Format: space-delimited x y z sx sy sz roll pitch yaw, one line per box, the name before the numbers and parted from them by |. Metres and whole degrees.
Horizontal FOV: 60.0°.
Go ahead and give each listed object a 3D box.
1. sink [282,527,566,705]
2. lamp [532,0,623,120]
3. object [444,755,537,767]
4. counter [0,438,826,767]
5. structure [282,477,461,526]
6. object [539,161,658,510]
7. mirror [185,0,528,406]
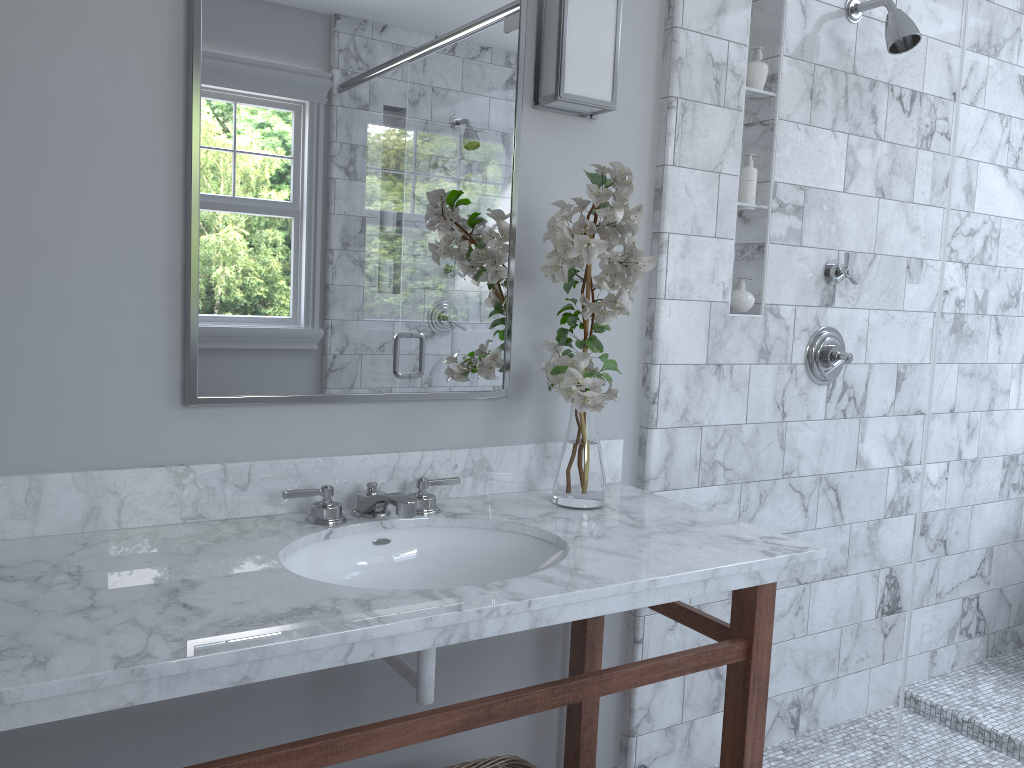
sink | -0.170 0.442 1.592 0.517 0.270 0.494 4 6 17
lamp | 0.149 -0.743 1.973 0.175 0.266 0.091 -1 7 -32
object | -0.102 0.897 1.712 0.417 0.198 0.262 -1 7 -32
counter | -0.288 0.670 1.556 1.657 0.983 0.638 -1 7 -32
structure | -0.272 0.229 1.775 0.256 0.069 0.295 4 6 17
object | 0.164 -0.076 1.832 0.225 0.706 0.374 3 6 -1
mirror | -0.285 -0.451 1.774 0.694 0.977 0.030 -1 7 -32
